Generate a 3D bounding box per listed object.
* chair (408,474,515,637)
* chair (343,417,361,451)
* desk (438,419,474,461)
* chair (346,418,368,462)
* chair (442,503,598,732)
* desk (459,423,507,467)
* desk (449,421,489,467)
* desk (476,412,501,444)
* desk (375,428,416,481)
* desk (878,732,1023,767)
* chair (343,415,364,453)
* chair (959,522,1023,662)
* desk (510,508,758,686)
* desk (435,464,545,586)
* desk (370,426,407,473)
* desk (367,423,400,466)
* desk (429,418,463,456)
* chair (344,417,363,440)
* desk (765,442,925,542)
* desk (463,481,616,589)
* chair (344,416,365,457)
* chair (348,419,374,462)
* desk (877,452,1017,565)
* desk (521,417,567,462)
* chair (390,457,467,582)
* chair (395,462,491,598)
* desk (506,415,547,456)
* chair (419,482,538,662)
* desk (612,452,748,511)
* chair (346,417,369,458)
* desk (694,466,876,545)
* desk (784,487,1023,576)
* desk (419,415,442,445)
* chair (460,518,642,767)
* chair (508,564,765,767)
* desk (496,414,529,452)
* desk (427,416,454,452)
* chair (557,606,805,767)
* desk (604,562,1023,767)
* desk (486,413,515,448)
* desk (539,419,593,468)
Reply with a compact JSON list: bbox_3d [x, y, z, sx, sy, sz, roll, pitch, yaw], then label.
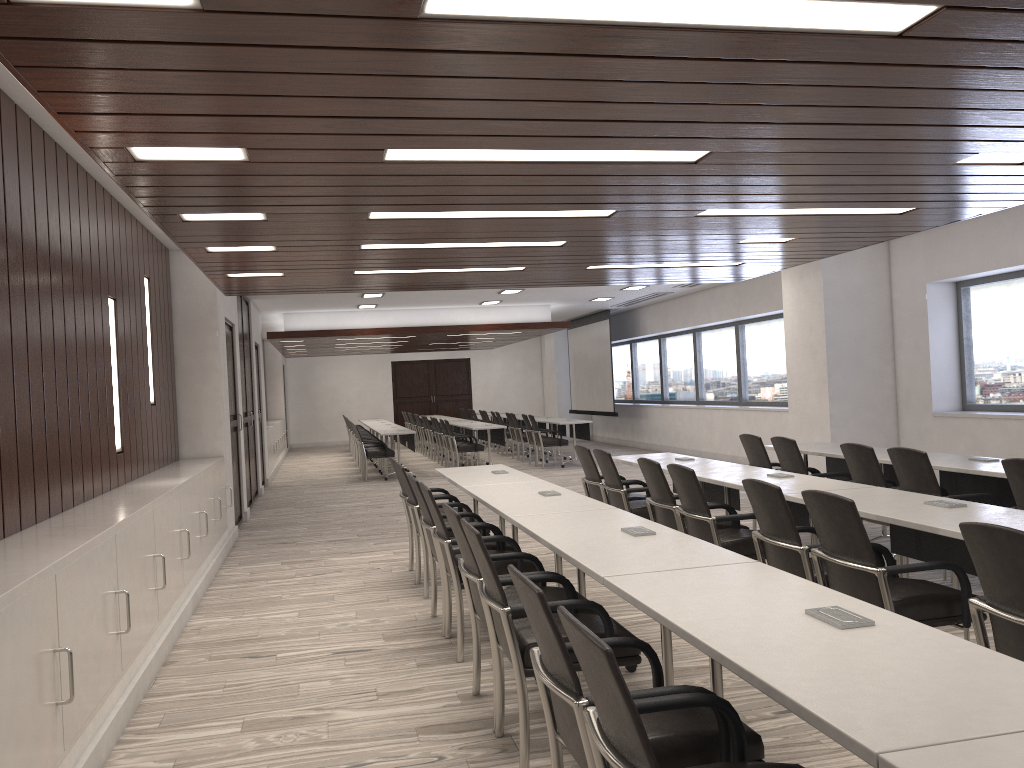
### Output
[{"bbox_3d":[-0.299,1.005,5.470,0.638,0.939,0.513,-3,0,-13],"label":"chair"},{"bbox_3d":[-4.008,1.238,22.789,0.638,0.939,0.513,-3,0,-12],"label":"chair"},{"bbox_3d":[-1.144,1.153,18.465,0.577,0.795,1.509,-3,0,-12],"label":"desk"},{"bbox_3d":[-3.269,1.191,19.300,0.638,0.939,0.513,-3,0,-12],"label":"chair"},{"bbox_3d":[0.032,0.984,3.992,0.638,0.939,0.513,-3,0,-13],"label":"chair"},{"bbox_3d":[-0.507,1.113,15.496,0.577,0.795,1.509,-3,0,-12],"label":"desk"},{"bbox_3d":[-0.827,1.133,16.985,0.577,0.795,1.509,-3,0,-12],"label":"desk"},{"bbox_3d":[-0.641,1.140,23.248,0.577,0.795,1.509,-3,0,-12],"label":"desk"},{"bbox_3d":[-1.991,1.188,15.177,0.577,0.795,1.509,-3,0,-12],"label":"desk"},{"bbox_3d":[1.085,0.994,0.841,0.577,0.795,1.509,-3,0,-12],"label":"desk"},{"bbox_3d":[-3.895,1.231,22.278,0.638,0.939,0.513,-3,0,-12],"label":"chair"},{"bbox_3d":[1.828,0.889,2.816,0.638,0.939,0.513,-3,0,-12],"label":"chair"},{"bbox_3d":[0.448,1.034,3.809,0.577,0.795,1.509,-3,0,-12],"label":"desk"},{"bbox_3d":[-0.191,1.074,6.789,0.577,0.795,1.509,-3,0,-12],"label":"desk"},{"bbox_3d":[-2.310,1.208,16.666,0.577,0.795,1.509,-3,0,-12],"label":"desk"},{"bbox_3d":[-2.628,1.228,18.145,0.577,0.795,1.509,-3,0,-12],"label":"desk"},{"bbox_3d":[-1.464,1.173,19.953,0.577,0.795,1.509,-3,0,-12],"label":"desk"},{"bbox_3d":[-3.695,1.218,21.303,0.638,0.939,0.513,-3,0,-12],"label":"chair"},{"bbox_3d":[2.754,0.926,7.423,0.577,0.795,1.509,-3,0,-12],"label":"desk"},{"bbox_3d":[0.128,1.054,5.300,0.577,0.795,1.509,-3,0,-12],"label":"desk"},{"bbox_3d":[-3.584,1.211,20.790,0.638,0.939,0.513,-3,0,-13],"label":"chair"},{"bbox_3d":[-3.048,1.178,18.316,0.638,0.939,0.513,-3,0,-12],"label":"chair"},{"bbox_3d":[3.074,0.906,5.934,0.577,0.795,1.509,-3,0,-12],"label":"desk"},{"bbox_3d":[0.635,1.059,17.299,0.577,0.795,1.509,-3,0,-12],"label":"desk"},{"bbox_3d":[-0.616,1.025,6.969,0.638,0.939,0.513,-3,0,-13],"label":"chair"},{"bbox_3d":[-0.504,1.018,6.451,0.638,0.939,0.513,-3,0,-13],"label":"chair"},{"bbox_3d":[0.317,1.079,18.779,0.577,0.795,1.509,-3,0,-12],"label":"desk"},{"bbox_3d":[-0.176,0.997,4.965,0.638,0.939,0.513,-3,0,-12],"label":"chair"},{"bbox_3d":[1.292,1.000,7.108,0.577,0.795,1.509,-3,0,-12],"label":"desk"},{"bbox_3d":[-3.363,1.197,19.816,0.638,0.939,0.513,-3,0,-13],"label":"chair"},{"bbox_3d":[1.612,0.980,5.620,0.577,0.795,1.509,-3,0,-12],"label":"desk"},{"bbox_3d":[1.932,0.959,4.128,0.577,0.795,1.509,-3,0,-12],"label":"desk"},{"bbox_3d":[-2.103,1.213,22.933,0.577,0.795,1.509,-3,0,-12],"label":"desk"},{"bbox_3d":[0.143,0.977,3.473,0.638,0.939,0.513,-3,0,-12],"label":"chair"},{"bbox_3d":[0.337,0.965,2.505,0.638,0.939,0.513,-3,0,-12],"label":"chair"},{"bbox_3d":[-0.002,1.099,20.268,0.577,0.795,1.509,-3,0,-12],"label":"desk"},{"bbox_3d":[-1.784,1.193,21.445,0.577,0.795,1.509,-3,0,-12],"label":"desk"},{"bbox_3d":[0.456,0.957,1.984,0.638,0.939,0.513,-3,0,-12],"label":"chair"},{"bbox_3d":[0.768,1.014,2.320,0.577,0.795,1.509,-3,0,-12],"label":"desk"},{"bbox_3d":[-0.322,1.119,21.759,0.577,0.795,1.509,-3,0,-12],"label":"desk"},{"bbox_3d":[0.954,1.039,15.811,0.577,0.795,1.509,-3,0,-12],"label":"desk"}]
